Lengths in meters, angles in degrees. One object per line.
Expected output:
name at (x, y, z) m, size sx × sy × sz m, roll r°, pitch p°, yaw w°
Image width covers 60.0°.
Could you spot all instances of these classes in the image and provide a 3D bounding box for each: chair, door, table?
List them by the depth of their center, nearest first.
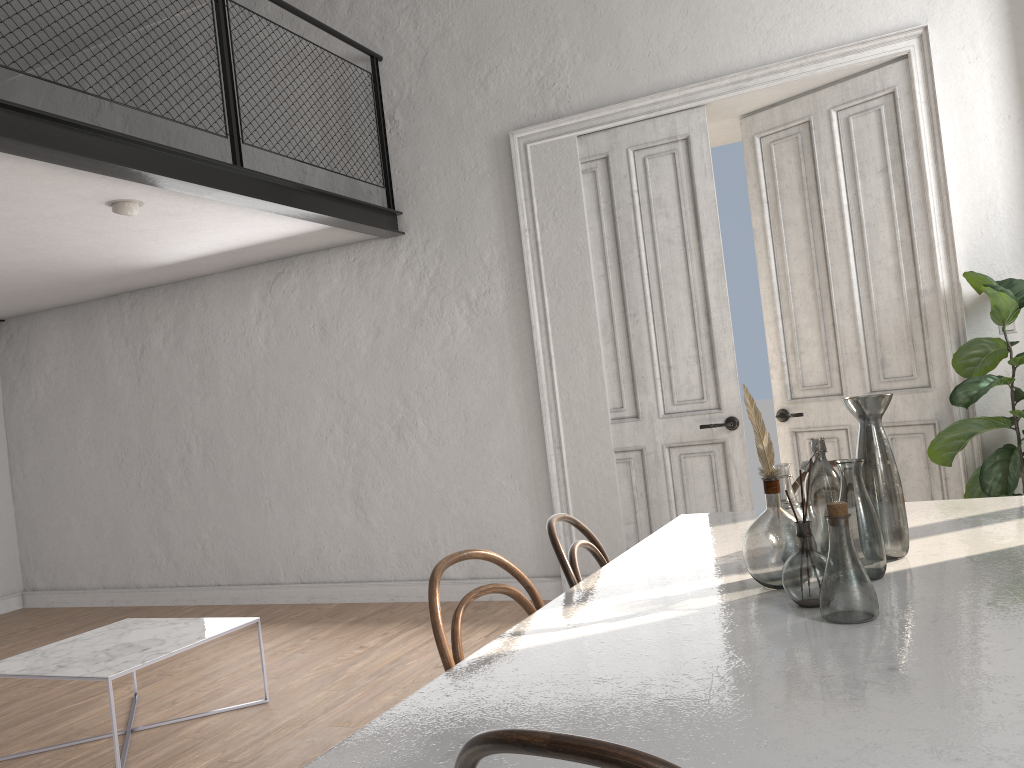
chair at (0.238, 0.783, 1.071) m, size 0.438 × 0.920 × 0.549 m, roll -7°, pitch -1°, yaw 37°
chair at (0.146, 0.813, 1.883) m, size 0.549 × 0.920 × 0.437 m, roll -7°, pitch -1°, yaw 36°
table at (0.690, 0.820, 1.936) m, size 1.100 × 0.779 × 2.199 m, roll -7°, pitch -1°, yaw 25°
chair at (0.421, 0.793, 2.400) m, size 0.549 × 0.920 × 0.438 m, roll -7°, pitch -1°, yaw 20°
chair at (1.065, 0.727, 2.834) m, size 0.438 × 0.920 × 0.549 m, roll -7°, pitch -1°, yaw 33°
table at (-1.708, 1.339, 3.908) m, size 0.849 × 0.392 × 0.849 m, roll -7°, pitch -1°, yaw 25°
door at (1.906, -0.277, 4.987) m, size 0.216 × 2.814 × 1.097 m, roll -6°, pitch -1°, yaw -41°
door at (0.788, -0.139, 5.319) m, size 1.097 × 2.814 × 0.216 m, roll -7°, pitch -1°, yaw 26°

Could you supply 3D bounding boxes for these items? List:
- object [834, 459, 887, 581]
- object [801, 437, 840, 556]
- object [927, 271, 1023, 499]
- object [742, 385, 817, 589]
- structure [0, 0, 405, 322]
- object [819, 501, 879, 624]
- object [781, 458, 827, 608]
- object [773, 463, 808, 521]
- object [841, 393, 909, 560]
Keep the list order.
object at (0.746, 0.292, 1.919) m, size 0.100 × 0.255 × 0.098 m, roll -7°, pitch -1°, yaw 1°
object at (0.725, 0.274, 2.053) m, size 0.086 × 0.301 × 0.086 m, roll -7°, pitch -1°, yaw 10°
object at (1.091, 0.238, 1.933) m, size 0.792 × 1.842 × 5.825 m, roll -7°, pitch -1°, yaw 30°
object at (0.566, 0.217, 1.935) m, size 0.157 × 0.446 × 0.156 m, roll -7°, pitch -1°, yaw 42°
structure at (-3.885, -1.277, 4.083) m, size 4.159 × 1.213 × 5.925 m, roll -7°, pitch -1°, yaw 25°
object at (0.607, 0.323, 1.624) m, size 0.101 × 0.211 × 0.101 m, roll -6°, pitch -1°, yaw -26°
object at (0.576, 0.294, 1.748) m, size 0.107 × 0.283 × 0.106 m, roll -7°, pitch -1°, yaw 20°
object at (0.725, 0.322, 2.349) m, size 0.132 × 0.219 × 0.132 m, roll -7°, pitch -1°, yaw 14°
object at (0.862, 0.218, 2.096) m, size 0.116 × 0.383 × 0.116 m, roll -7°, pitch -1°, yaw 36°
